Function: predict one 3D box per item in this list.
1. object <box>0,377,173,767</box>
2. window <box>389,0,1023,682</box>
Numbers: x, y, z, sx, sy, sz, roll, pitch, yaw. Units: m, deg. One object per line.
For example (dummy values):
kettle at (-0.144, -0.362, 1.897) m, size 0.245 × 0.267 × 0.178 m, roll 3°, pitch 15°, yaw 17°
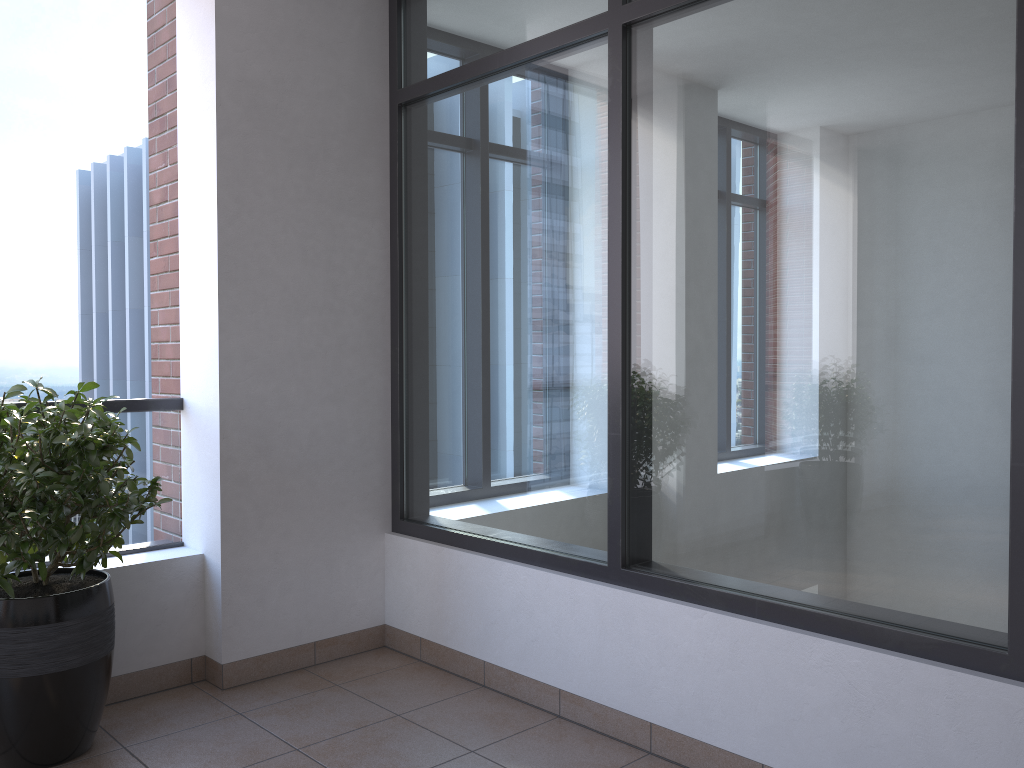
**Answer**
object at (-1.497, 0.645, 2.785) m, size 0.731 × 1.338 × 0.721 m, roll -1°, pitch 2°, yaw -40°
window at (1.245, -0.506, 2.099) m, size 0.170 × 2.402 × 5.002 m, roll -2°, pitch 2°, yaw -43°
